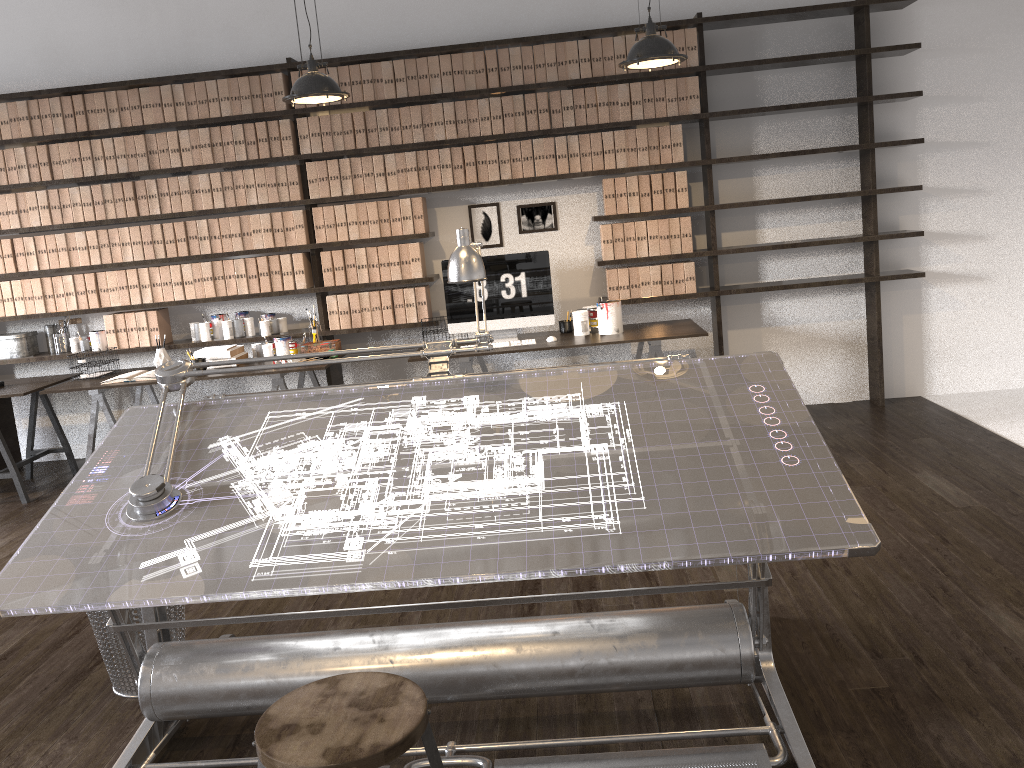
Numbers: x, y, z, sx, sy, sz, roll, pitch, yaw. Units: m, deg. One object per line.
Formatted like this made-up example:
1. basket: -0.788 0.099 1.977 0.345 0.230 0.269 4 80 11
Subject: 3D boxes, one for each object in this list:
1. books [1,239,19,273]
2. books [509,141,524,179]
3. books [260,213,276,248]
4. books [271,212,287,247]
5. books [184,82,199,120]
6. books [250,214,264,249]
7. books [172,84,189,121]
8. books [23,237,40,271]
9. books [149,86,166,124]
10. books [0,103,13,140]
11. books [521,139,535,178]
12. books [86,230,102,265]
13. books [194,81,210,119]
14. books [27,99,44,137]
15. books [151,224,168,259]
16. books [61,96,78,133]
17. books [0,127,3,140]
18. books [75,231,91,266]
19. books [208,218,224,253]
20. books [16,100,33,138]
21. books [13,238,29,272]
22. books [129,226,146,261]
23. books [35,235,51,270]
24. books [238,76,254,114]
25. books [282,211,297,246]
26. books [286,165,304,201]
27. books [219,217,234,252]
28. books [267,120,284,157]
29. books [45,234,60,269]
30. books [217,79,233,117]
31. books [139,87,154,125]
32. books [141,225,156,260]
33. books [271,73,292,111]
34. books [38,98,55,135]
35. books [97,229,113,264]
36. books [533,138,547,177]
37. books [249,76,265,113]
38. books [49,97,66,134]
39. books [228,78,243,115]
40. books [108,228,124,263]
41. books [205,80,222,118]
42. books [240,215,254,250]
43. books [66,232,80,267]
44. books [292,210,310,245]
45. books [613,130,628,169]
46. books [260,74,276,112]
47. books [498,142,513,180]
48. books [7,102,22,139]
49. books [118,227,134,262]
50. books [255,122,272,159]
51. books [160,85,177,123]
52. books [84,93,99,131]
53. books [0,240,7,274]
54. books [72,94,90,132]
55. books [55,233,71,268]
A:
1. books: -3.185 -0.822 5.697 0.067 0.224 0.176 -5 9 4
2. books: 0.030 -1.378 5.465 0.066 0.224 0.176 -5 9 4
3. books: -1.518 -0.965 5.595 0.067 0.224 0.176 -5 9 4
4. books: -1.448 -0.971 5.595 0.066 0.224 0.176 -5 9 4
5. books: -1.961 -1.746 5.509 0.066 0.224 0.176 -5 9 4
6. books: -1.584 -0.959 5.601 0.066 0.224 0.176 -5 9 4
7. books: -2.030 -1.740 5.510 0.066 0.224 0.176 -5 9 4
8. books: -3.039 -0.835 5.689 0.066 0.224 0.176 -5 9 4
9. books: -2.174 -1.727 5.515 0.067 0.224 0.176 -5 9 4
10. books: -3.143 -1.644 5.578 0.066 0.224 0.176 -5 9 4
11. books: 0.099 -1.383 5.459 0.066 0.224 0.176 -5 9 4
12. books: -2.631 -0.869 5.663 0.067 0.224 0.176 -5 9 4
13. books: -1.891 -1.752 5.503 0.066 0.224 0.176 -5 9 4
14. books: -2.947 -1.662 5.569 0.066 0.224 0.176 -5 9 4
15. books: -2.215 -0.906 5.641 0.066 0.224 0.176 -5 9 4
16. books: -2.736 -1.680 5.556 0.066 0.224 0.176 -5 9 4
17. books: -3.215 -1.638 5.581 0.067 0.224 0.176 -5 9 4
18. books: -2.702 -0.864 5.670 0.066 0.224 0.176 -5 9 4
19. books: -1.850 -0.937 5.620 0.066 0.224 0.176 -5 9 4
20. books: -3.015 -1.655 5.567 0.067 0.224 0.176 -5 9 4
21. books: -3.110 -0.829 5.698 0.066 0.224 0.176 -5 9 4
22. books: -2.350 -0.893 5.645 0.066 0.224 0.176 -5 9 4
23. books: -2.969 -0.841 5.689 0.066 0.224 0.176 -5 9 4
24. books: -1.621 -1.774 5.481 0.067 0.224 0.176 -5 9 4
25. books: -1.378 -0.978 5.592 0.066 0.224 0.176 -5 9 4
26. books: -1.343 -1.254 5.548 0.066 0.224 0.176 -5 9 4
27. books: -1.779 -0.943 5.616 0.066 0.224 0.176 -5 9 4
28. books: -1.451 -1.516 5.517 0.066 0.224 0.176 -5 9 4
29. books: -2.898 -0.847 5.685 0.066 0.224 0.176 -5 9 4
30. books: -1.750 -1.764 5.492 0.066 0.224 0.176 -5 9 4
31. books: -2.237 -1.722 5.523 0.066 0.224 0.176 -5 9 4
32. books: -2.278 -0.899 5.640 0.067 0.224 0.176 -5 9 4
33. books: -1.413 -1.792 5.470 0.066 0.224 0.176 -5 9 4
34. books: -2.877 -1.668 5.565 0.066 0.224 0.176 -5 9 4
35. books: -2.560 -0.876 5.663 0.066 0.224 0.176 -5 9 4
36. books: 0.173 -1.389 5.453 0.066 0.224 0.176 -5 9 4
37. books: -1.554 -1.781 5.483 0.066 0.224 0.176 -5 9 4
38. books: -2.807 -1.673 5.556 0.066 0.224 0.176 -5 9 4
39. books: -1.687 -1.769 5.490 0.066 0.224 0.176 -5 9 4
40. books: -2.491 -0.882 5.661 0.066 0.224 0.176 -5 9 4
41. books: -1.822 -1.757 5.495 0.067 0.224 0.176 -5 9 4
42. books: -1.646 -0.954 5.606 0.066 0.224 0.176 -5 9 4
43. books: -2.765 -0.859 5.675 0.066 0.224 0.176 -5 9 4
44. books: -1.314 -0.982 5.581 0.067 0.224 0.176 -5 9 4
45. books: 0.661 -1.431 5.422 0.066 0.224 0.176 -5 9 4
46. books: -1.483 -1.787 5.479 0.066 0.224 0.176 -5 9 4
47. books: -0.040 -1.371 5.465 0.066 0.224 0.176 -5 9 4
48. books: -3.081 -1.650 5.576 0.066 0.224 0.176 -5 9 4
49. books: -2.422 -0.888 5.653 0.066 0.224 0.176 -5 9 4
50. books: -1.525 -1.509 5.516 0.067 0.224 0.176 -5 9 4
51. books: -2.103 -1.733 5.511 0.066 0.224 0.176 -5 9 4
52. books: -2.587 -1.693 5.547 0.066 0.224 0.176 -5 9 4
53. books: -3.258 -0.817 5.707 0.066 0.224 0.176 -5 9 4
54. books: -2.661 -1.685 5.546 0.067 0.224 0.176 -5 9 4
55. books: -2.832 -0.852 5.675 0.067 0.224 0.176 -5 9 4
